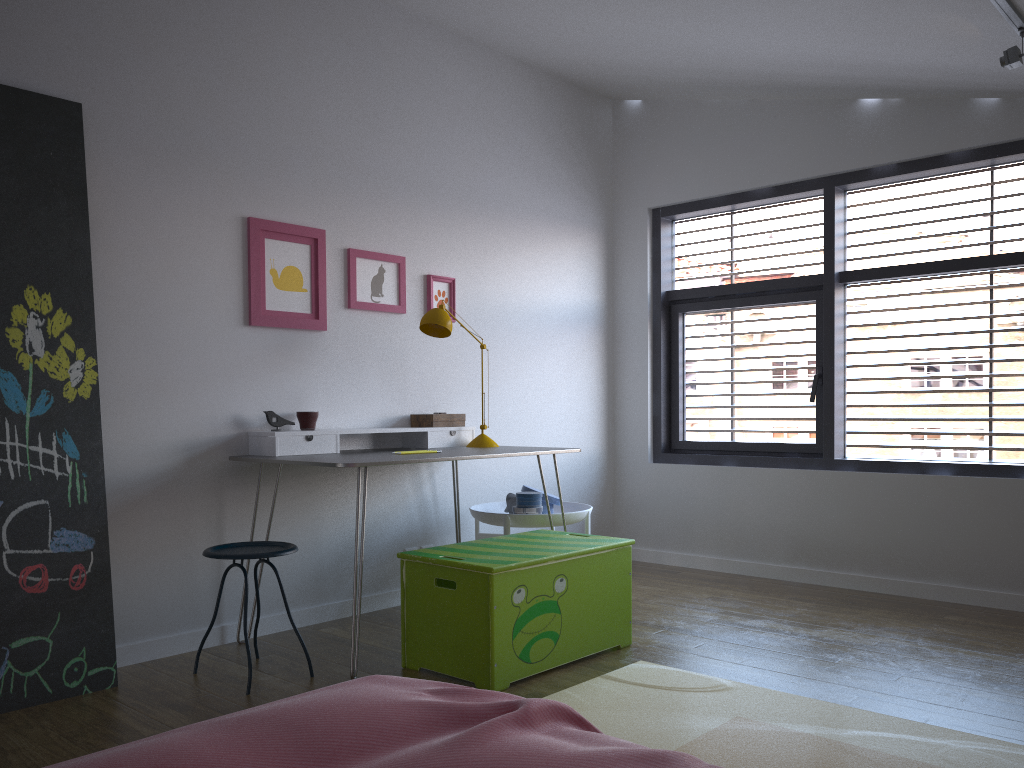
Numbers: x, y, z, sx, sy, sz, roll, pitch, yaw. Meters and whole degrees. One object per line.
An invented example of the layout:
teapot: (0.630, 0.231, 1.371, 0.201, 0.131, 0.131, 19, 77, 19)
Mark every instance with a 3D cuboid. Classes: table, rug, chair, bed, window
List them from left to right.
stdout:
bed: (-0.303, 0.553, 0.629, 1.926, 0.812, 2.316, -1, -2, 42)
chair: (-0.917, 0.806, 3.123, 0.364, 0.462, 0.325, 0, 1, 42)
table: (-0.405, 0.668, 3.759, 0.807, 0.759, 1.334, -1, -1, 42)
rug: (0.882, 0.982, 2.068, 2.200, 0.006, 1.200, -2, -2, 42)
window: (2.734, 1.107, 3.883, 4.962, 4.563, 0.295, -1, 1, 42)

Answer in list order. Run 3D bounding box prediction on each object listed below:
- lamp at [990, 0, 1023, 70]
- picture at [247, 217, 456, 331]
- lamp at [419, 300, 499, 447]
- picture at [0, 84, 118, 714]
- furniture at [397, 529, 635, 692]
lamp: (1.774, -1.185, 3.091, 1.204, 0.144, 0.123, 1, -1, -44)
picture: (-0.680, -0.450, 4.032, 0.027, 0.440, 1.152, 1, 0, 43)
lamp: (-0.230, -0.037, 4.050, 0.161, 0.666, 0.558, 0, 1, 26)
picture: (-1.747, 0.020, 2.703, 0.207, 2.021, 0.957, 1, 2, 42)
furniture: (0.035, 0.818, 3.334, 0.481, 0.419, 0.812, -1, -1, 42)
